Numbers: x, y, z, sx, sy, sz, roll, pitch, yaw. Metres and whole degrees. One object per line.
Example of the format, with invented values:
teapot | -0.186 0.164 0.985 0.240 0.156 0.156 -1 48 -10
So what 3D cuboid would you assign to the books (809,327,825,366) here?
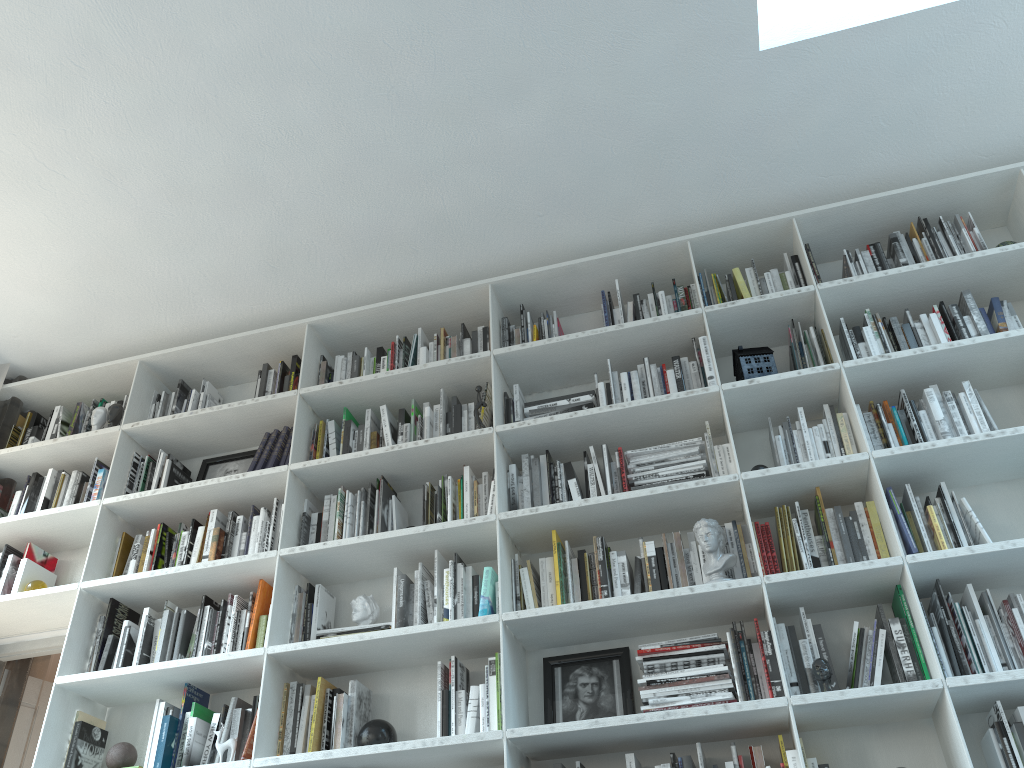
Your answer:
books | 1.148 -0.063 3.315 0.013 0.247 0.187 -11 -37 11

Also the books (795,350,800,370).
books | 1.083 -0.007 3.345 0.022 0.198 0.144 -11 -37 11

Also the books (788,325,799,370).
books | 1.065 -0.058 3.337 0.021 0.270 0.191 -11 -37 11

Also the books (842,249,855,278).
books | 1.340 -0.386 3.499 0.009 0.242 0.174 -11 -37 11

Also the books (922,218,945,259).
books | 1.640 -0.475 3.444 0.015 0.297 0.184 -11 -37 11

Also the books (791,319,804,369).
books | 1.095 -0.073 3.374 0.025 0.337 0.143 -11 -37 11

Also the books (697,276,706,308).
books | 0.791 -0.285 3.634 0.012 0.283 0.160 -11 -37 11

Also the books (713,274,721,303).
books | 0.848 -0.297 3.601 0.006 0.258 0.167 -11 -37 11

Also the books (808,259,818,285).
books | 1.196 -0.353 3.522 0.033 0.228 0.176 -11 -37 11

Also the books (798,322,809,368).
books | 1.105 -0.067 3.339 0.021 0.286 0.180 -11 -37 11

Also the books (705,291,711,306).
books | 0.815 -0.255 3.609 0.016 0.203 0.144 -11 -37 11

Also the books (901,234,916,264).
books | 1.567 -0.437 3.488 0.017 0.293 0.139 -11 -37 11

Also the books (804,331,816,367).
books | 1.130 -0.053 3.332 0.005 0.253 0.159 -11 -37 11

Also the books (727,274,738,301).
books | 0.903 -0.302 3.576 0.015 0.232 0.172 -11 -37 11

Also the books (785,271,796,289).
books | 1.121 -0.320 3.533 0.022 0.193 0.183 -11 -37 11

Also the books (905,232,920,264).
books | 1.583 -0.439 3.477 0.007 0.283 0.160 -11 -37 11

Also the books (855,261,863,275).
books | 1.374 -0.363 3.482 0.009 0.182 0.161 -11 -37 11

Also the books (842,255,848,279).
books | 1.313 -0.368 3.488 0.046 0.205 0.184 -11 -37 11

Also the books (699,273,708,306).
books | 0.797 -0.295 3.616 0.008 0.277 0.171 -11 -37 11

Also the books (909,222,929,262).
books | 1.602 -0.462 3.470 0.006 0.310 0.180 -11 -37 11

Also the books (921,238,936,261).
books | 1.612 -0.429 3.423 0.018 0.199 0.189 -11 -37 11

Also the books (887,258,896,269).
books | 1.498 -0.377 3.476 0.031 0.189 0.133 -11 -37 11

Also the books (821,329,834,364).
books | 1.178 -0.055 3.299 0.008 0.212 0.225 -11 -37 11

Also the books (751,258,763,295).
books | 1.003 -0.343 3.580 0.010 0.296 0.168 -11 -37 11

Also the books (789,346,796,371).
books | 1.068 -0.014 3.346 0.019 0.212 0.156 -11 -37 11

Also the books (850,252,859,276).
books | 1.365 -0.384 3.513 0.012 0.253 0.134 -11 -37 11

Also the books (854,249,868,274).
books | 1.381 -0.390 3.484 0.013 0.228 0.175 -11 -37 11

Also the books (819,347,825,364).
books | 1.174 -0.020 3.335 0.015 0.199 0.130 -11 -37 11

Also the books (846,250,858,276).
books | 1.352 -0.382 3.505 0.011 0.242 0.173 -11 -37 11

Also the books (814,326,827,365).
books | 1.179 -0.065 3.350 0.005 0.290 0.131 -11 -37 11

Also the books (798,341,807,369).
books | 1.102 -0.025 3.337 0.024 0.216 0.169 -11 -37 11

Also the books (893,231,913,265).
books | 1.544 -0.438 3.482 0.024 0.290 0.168 -11 -37 11

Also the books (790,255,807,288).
books | 1.152 -0.359 3.530 0.029 0.251 0.187 -11 -37 11

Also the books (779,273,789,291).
books | 1.100 -0.315 3.546 0.025 0.202 0.163 -11 -37 11

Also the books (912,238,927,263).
books | 1.591 -0.430 3.444 0.018 0.229 0.161 -11 -37 11

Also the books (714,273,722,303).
books | 0.856 -0.299 3.614 0.007 0.277 0.151 -11 -37 11

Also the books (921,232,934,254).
books | 1.627 -0.443 3.447 0.008 0.249 0.171 -11 -37 11

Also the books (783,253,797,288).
books | 1.140 -0.368 3.582 0.012 0.327 0.129 -11 -37 11

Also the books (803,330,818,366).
books | 1.145 -0.053 3.363 0.013 0.287 0.132 -11 -37 11

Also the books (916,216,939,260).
books | 1.633 -0.476 3.468 0.007 0.327 0.184 -11 -37 11

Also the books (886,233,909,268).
books | 1.514 -0.433 3.458 0.028 0.256 0.186 -11 -37 11

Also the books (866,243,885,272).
books | 1.441 -0.405 3.490 0.030 0.254 0.162 -11 -37 11

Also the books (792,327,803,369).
books | 1.084 -0.053 3.344 0.022 0.270 0.182 -11 -37 11

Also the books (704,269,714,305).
books | 0.820 -0.305 3.621 0.007 0.296 0.182 -11 -37 11

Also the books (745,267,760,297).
books | 0.989 -0.320 3.591 0.030 0.273 0.152 -11 -37 11

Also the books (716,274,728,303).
books | 0.874 -0.301 3.598 0.034 0.259 0.158 -11 -37 11

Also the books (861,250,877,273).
books | 1.414 -0.387 3.487 0.028 0.225 0.164 -11 -37 11

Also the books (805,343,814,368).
books | 1.124 -0.028 3.329 0.013 0.209 0.140 -11 -37 11

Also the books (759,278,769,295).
books | 1.020 -0.301 3.540 0.022 0.179 0.174 -11 -37 11

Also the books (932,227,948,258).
books | 1.675 -0.458 3.449 0.008 0.273 0.164 -11 -37 11

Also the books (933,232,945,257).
books | 1.666 -0.456 3.456 0.012 0.278 0.145 -11 -37 11

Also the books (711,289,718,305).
books | 0.835 -0.261 3.593 0.015 0.191 0.161 -11 -37 11

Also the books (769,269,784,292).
books | 1.068 -0.325 3.538 0.031 0.212 0.170 -11 -37 11

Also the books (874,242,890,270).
books | 1.466 -0.409 3.487 0.021 0.255 0.169 -11 -37 11

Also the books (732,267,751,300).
books | 0.944 -0.316 3.577 0.054 0.253 0.192 -11 -37 11

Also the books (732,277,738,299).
books | 0.922 -0.296 3.611 0.007 0.262 0.133 -11 -37 11

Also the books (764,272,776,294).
books | 1.042 -0.313 3.543 0.024 0.200 0.181 -11 -37 11

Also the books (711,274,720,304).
books | 0.838 -0.296 3.584 0.007 0.238 0.192 -11 -37 11

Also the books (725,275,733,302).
books | 0.896 -0.301 3.600 0.008 0.260 0.143 -11 -37 11

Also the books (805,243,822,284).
books | 1.212 -0.392 3.533 0.019 0.302 0.177 -11 -37 11
